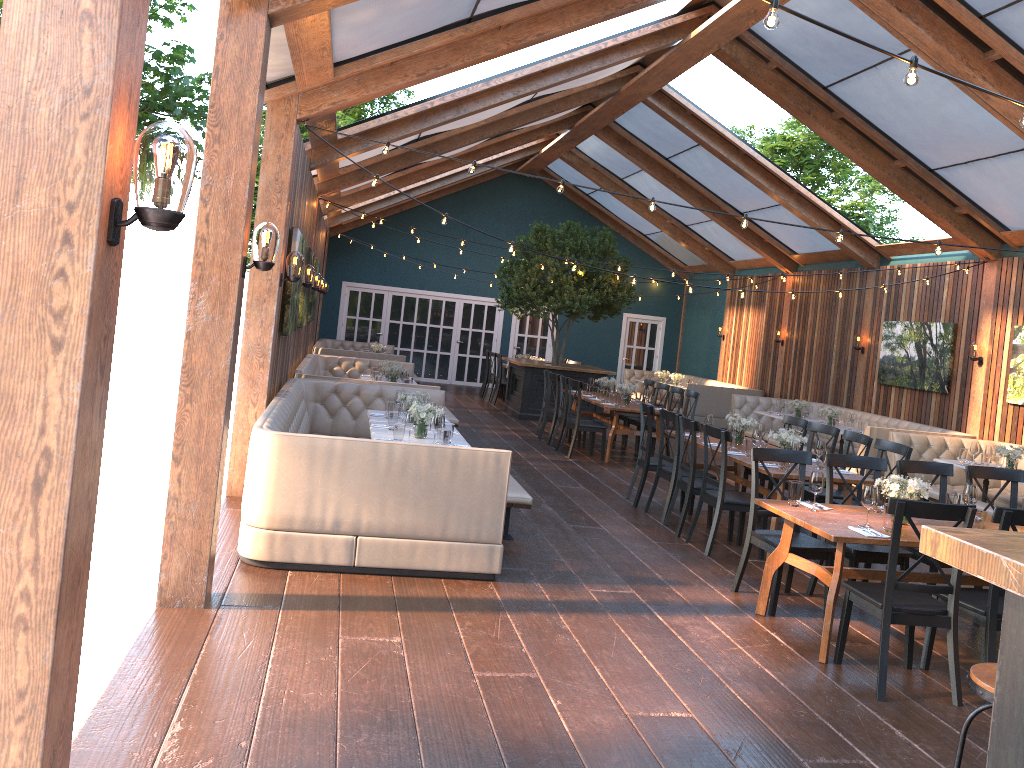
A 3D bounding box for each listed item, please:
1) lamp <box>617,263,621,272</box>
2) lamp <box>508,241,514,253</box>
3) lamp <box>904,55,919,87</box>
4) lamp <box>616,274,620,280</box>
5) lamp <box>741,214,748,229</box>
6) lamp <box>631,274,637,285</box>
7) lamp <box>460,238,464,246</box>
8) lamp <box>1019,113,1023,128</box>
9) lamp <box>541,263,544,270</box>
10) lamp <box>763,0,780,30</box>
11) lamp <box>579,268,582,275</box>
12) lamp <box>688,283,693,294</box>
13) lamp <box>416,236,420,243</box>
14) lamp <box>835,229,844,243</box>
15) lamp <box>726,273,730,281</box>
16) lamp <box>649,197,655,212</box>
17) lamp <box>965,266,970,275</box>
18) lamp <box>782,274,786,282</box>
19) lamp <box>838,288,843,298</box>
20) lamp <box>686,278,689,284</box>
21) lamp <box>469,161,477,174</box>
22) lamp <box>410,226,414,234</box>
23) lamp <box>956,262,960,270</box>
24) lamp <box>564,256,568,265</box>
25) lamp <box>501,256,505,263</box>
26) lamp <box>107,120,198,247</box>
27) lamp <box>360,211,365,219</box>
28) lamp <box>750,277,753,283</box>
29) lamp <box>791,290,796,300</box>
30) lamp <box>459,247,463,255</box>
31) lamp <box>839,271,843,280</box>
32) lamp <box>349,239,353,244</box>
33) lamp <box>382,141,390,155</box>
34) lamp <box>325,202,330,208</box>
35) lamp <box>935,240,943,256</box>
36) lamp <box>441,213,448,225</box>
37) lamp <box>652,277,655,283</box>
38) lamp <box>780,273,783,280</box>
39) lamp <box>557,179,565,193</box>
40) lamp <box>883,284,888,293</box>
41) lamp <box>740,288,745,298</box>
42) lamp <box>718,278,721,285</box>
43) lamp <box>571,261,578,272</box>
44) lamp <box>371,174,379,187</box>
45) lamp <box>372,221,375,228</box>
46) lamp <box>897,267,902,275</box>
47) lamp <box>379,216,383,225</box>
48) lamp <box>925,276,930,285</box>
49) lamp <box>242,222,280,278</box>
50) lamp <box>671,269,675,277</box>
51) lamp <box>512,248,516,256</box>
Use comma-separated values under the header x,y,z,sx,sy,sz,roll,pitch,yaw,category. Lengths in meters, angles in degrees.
x,y,z,sx,sy,sz,roll,pitch,yaw,category
1.524,-1.657,12.567,0.056,0.121,0.056,5,1,-36,lamp
-0.006,-1.344,8.668,0.056,0.120,0.056,6,1,-14,lamp
1.583,-1.236,3.498,0.056,0.121,0.056,6,1,6,lamp
1.864,-1.891,15.557,0.060,0.119,0.056,6,1,-26,lamp
1.890,-1.322,7.187,0.056,0.121,0.056,6,1,4,lamp
1.300,-1.112,9.408,0.056,0.121,0.056,6,1,-12,lamp
-0.715,-2.053,12.791,0.056,0.121,0.056,6,1,1,lamp
2.247,-1.177,3.856,0.056,0.121,0.056,6,1,8,lamp
0.517,-1.974,14.858,0.056,0.121,0.056,6,1,-30,lamp
0.921,-1.314,3.129,0.056,0.121,0.056,6,1,-18,lamp
1.186,-1.928,15.220,0.056,0.121,0.056,6,1,14,lamp
1.975,-1.058,9.761,0.056,0.120,0.056,6,1,-5,lamp
-1.452,-2.246,13.749,0.057,0.119,0.062,7,1,31,lamp
2.632,-1.189,7.110,0.057,0.120,0.056,6,1,-17,lamp
3.029,-1.498,12.417,0.057,0.117,0.067,7,1,42,lamp
1.151,-1.474,7.254,0.056,0.120,0.056,6,1,-35,lamp
6.051,-1.510,11.759,0.062,0.119,0.056,6,1,-28,lamp
3.791,-1.474,12.305,0.056,0.121,0.056,6,1,10,lamp
4.011,-1.106,10.795,0.056,0.120,0.056,6,1,17,lamp
3.220,-1.881,16.239,0.056,0.117,0.068,6,1,-14,lamp
-0.333,-1.818,7.428,0.056,0.114,0.075,6,1,-13,lamp
-1.446,-2.241,12.858,0.056,0.121,0.056,6,1,14,lamp
6.040,-1.593,11.975,0.056,0.121,0.056,6,1,11,lamp
0.779,-1.765,12.653,0.056,0.121,0.056,7,1,30,lamp
-0.155,-2.038,14.507,0.056,0.120,0.056,6,1,-23,lamp
-0.868,-0.485,2.157,0.178,0.320,0.146,6,1,-11,lamp
-2.181,-2.462,12.915,0.056,0.120,0.056,5,1,-45,lamp
4.585,-1.987,16.911,0.064,0.118,0.056,6,1,-2,lamp
3.327,-1.052,10.459,0.056,0.121,0.056,6,1,-24,lamp
-0.812,-2.125,14.135,0.056,0.120,0.056,5,1,-45,lamp
4.542,-1.500,12.214,0.063,0.118,0.056,6,1,-17,lamp
-3.332,-2.964,18.342,0.077,0.114,0.056,7,1,34,lamp
-1.068,-1.998,7.488,0.056,0.118,0.064,5,1,-37,lamp
-2.717,-2.643,13.022,0.056,0.119,0.061,7,1,24,lamp
3.390,-1.080,7.025,0.056,0.121,0.056,5,1,-43,lamp
-0.635,-1.549,8.302,0.056,0.119,0.059,7,1,20,lamp
2.545,-1.873,15.899,0.060,0.119,0.056,6,1,13,lamp
5.267,-2.094,17.251,0.056,0.120,0.056,6,1,18,lamp
0.410,-1.642,7.359,0.075,0.114,0.056,7,1,35,lamp
4.695,-1.199,11.124,0.071,0.116,0.056,6,1,11,lamp
2.639,-1.039,10.126,0.056,0.120,0.056,6,1,8,lamp
3.897,-1.919,16.593,0.056,0.121,0.056,6,1,-29,lamp
0.635,-1.204,9.042,0.056,0.120,0.056,7,1,39,lamp
-1.227,-1.824,7.929,0.068,0.117,0.056,6,1,-4,lamp
-2.089,-2.415,13.379,0.056,0.118,0.065,7,1,38,lamp
5.296,-1.544,12.090,0.056,0.120,0.056,7,1,32,lamp
-1.903,-2.381,12.893,0.056,0.121,0.056,6,1,-8,lamp
5.378,-1.334,11.443,0.060,0.119,0.056,6,1,12,lamp
-1.375,-0.734,4.870,0.178,0.320,0.146,6,1,-11,lamp
2.278,-1.565,12.486,0.056,0.121,0.056,6,1,4,lamp
0.029,-1.895,12.722,0.056,0.121,0.056,6,1,-2,lamp
